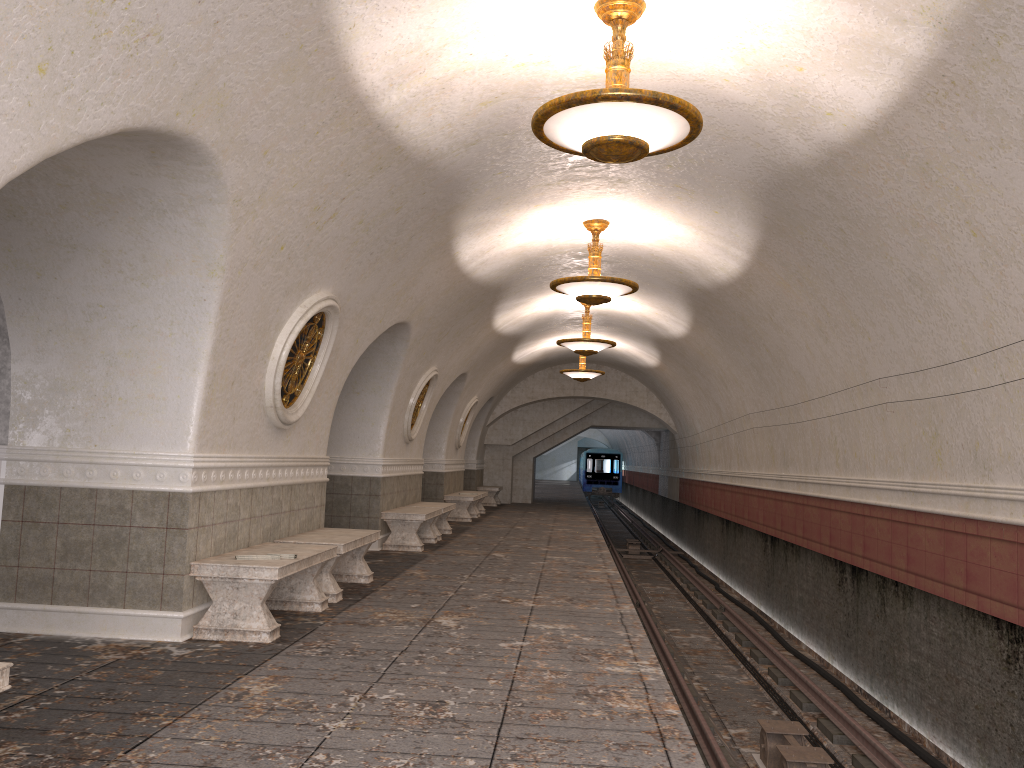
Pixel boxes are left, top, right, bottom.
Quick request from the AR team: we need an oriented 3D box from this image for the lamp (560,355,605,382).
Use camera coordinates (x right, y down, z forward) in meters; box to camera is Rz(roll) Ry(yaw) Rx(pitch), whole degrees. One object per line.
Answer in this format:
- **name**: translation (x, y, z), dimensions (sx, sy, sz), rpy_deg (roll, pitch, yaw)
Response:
- **lamp**: translation (1.567, -0.513, 19.679), dimensions (1.008, 0.955, 1.008), rpy_deg (6, -6, -40)

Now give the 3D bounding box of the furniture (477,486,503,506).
- **furniture**: translation (-0.623, 3.125, 24.797), dimensions (0.613, 0.508, 1.509), rpy_deg (2, -5, 4)

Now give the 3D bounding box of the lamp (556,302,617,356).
- **lamp**: translation (1.254, -0.937, 14.878), dimensions (1.008, 0.955, 1.008), rpy_deg (1, -5, 20)

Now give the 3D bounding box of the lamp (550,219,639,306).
- **lamp**: translation (0.941, -1.361, 10.079), dimensions (1.008, 0.955, 1.008), rpy_deg (1, -5, 20)

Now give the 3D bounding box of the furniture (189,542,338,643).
- **furniture**: translation (-1.809, 1.519, 6.621), dimensions (0.613, 0.508, 1.509), rpy_deg (2, -5, 4)

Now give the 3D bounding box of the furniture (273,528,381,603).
- **furniture**: translation (-1.700, 1.667, 8.292), dimensions (0.613, 0.508, 1.509), rpy_deg (2, -5, 4)

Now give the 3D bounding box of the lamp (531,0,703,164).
- **lamp**: translation (0.628, -1.785, 5.278), dimensions (1.008, 0.955, 1.008), rpy_deg (3, -5, -12)

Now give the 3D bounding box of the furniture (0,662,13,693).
- **furniture**: translation (-2.090, 1.139, 2.319), dimensions (0.613, 0.508, 1.509), rpy_deg (2, -5, 4)

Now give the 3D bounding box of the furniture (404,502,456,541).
- **furniture**: translation (-1.309, 2.196, 14.277), dimensions (0.613, 0.508, 1.509), rpy_deg (2, -5, 4)

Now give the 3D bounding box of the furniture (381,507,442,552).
- **furniture**: translation (-1.419, 2.048, 12.606), dimensions (0.613, 0.508, 1.509), rpy_deg (2, -5, 4)

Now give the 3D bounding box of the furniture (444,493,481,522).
- **furniture**: translation (-1.032, 2.572, 18.533), dimensions (0.613, 0.508, 1.509), rpy_deg (2, -5, 4)

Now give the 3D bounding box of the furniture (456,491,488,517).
- **furniture**: translation (-0.923, 2.720, 20.204), dimensions (0.613, 0.508, 1.509), rpy_deg (2, -5, 4)
